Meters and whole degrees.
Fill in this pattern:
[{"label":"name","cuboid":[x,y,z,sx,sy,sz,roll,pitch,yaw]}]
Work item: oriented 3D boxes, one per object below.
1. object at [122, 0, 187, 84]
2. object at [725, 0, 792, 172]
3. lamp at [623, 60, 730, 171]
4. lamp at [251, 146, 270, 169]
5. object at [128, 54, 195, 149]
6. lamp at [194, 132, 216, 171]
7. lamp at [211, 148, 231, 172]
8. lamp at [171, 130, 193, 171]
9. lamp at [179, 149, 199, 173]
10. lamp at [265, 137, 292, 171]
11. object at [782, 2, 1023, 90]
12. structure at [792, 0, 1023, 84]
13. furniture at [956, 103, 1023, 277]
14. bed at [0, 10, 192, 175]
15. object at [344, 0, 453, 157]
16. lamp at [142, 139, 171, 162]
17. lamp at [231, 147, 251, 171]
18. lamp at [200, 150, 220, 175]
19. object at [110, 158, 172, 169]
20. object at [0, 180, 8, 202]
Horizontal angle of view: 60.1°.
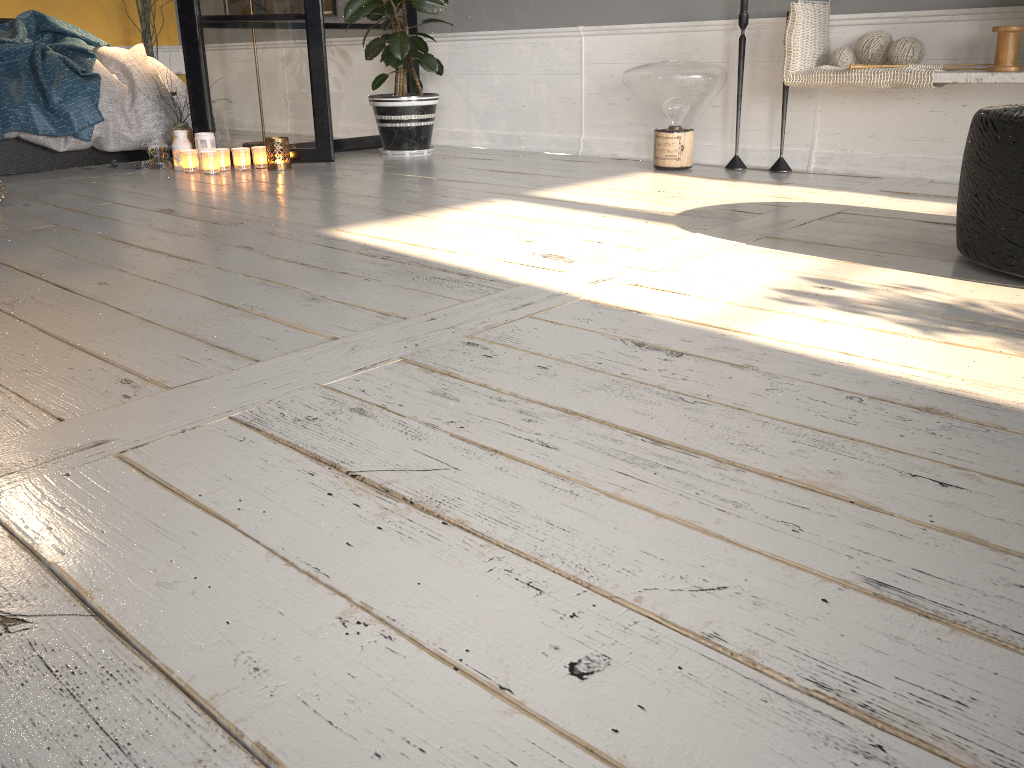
[{"label":"object","cuboid":[-2.477,-2.812,5.933,1.254,2.162,1.365,9,21,28]},{"label":"object","cuboid":[1.002,-1.208,3.534,0.281,0.687,0.093,11,21,34]},{"label":"lamp","cuboid":[0.675,-1.116,3.679,0.434,0.429,0.439,-10,21,-24]},{"label":"lamp","cuboid":[-1.147,-1.035,4.047,0.081,0.097,0.082,-3,19,-6]},{"label":"object","cuboid":[-1.568,-1.326,4.271,0.437,0.512,0.284,-3,18,-6]},{"label":"lamp","cuboid":[-1.392,-1.060,4.036,0.092,0.163,0.091,2,18,9]},{"label":"lamp","cuboid":[-1.307,-1.007,3.980,0.081,0.097,0.082,-3,19,-6]},{"label":"lamp","cuboid":[-1.510,-1.070,4.054,0.092,0.176,0.093,-10,20,-25]},{"label":"lamp","cuboid":[-1.443,-0.997,3.962,0.081,0.097,0.082,1,19,7]},{"label":"lamp","cuboid":[-1.057,-1.041,3.999,0.107,0.138,0.110,1,19,6]},{"label":"object","cuboid":[1.372,-1.188,3.086,0.792,0.301,0.332,17,26,41]},{"label":"structure","cuboid":[2.134,-1.054,2.419,2.800,0.477,0.311,17,25,40]},{"label":"furniture","cuboid":[1.364,-0.422,1.888,0.738,0.350,0.747,10,23,28]},{"label":"bed","cuboid":[-2.936,-1.549,4.584,2.343,0.755,1.919,17,27,40]},{"label":"object","cuboid":[-1.542,-1.570,3.131,1.019,1.759,3.943,14,25,39]},{"label":"lamp","cuboid":[-1.684,-1.098,4.213,0.096,0.128,0.110,3,19,12]},{"label":"lamp","cuboid":[-1.222,-1.016,4.000,0.081,0.097,0.082,-3,19,-6]},{"label":"lamp","cuboid":[-1.327,-0.975,3.897,0.081,0.097,0.082,-3,19,-6]},{"label":"object","cuboid":[-1.744,-1.032,4.157,0.326,0.052,0.089,1,20,6]},{"label":"object","cuboid":[-2.082,-0.730,3.276,0.721,0.115,0.195,11,23,30]}]
